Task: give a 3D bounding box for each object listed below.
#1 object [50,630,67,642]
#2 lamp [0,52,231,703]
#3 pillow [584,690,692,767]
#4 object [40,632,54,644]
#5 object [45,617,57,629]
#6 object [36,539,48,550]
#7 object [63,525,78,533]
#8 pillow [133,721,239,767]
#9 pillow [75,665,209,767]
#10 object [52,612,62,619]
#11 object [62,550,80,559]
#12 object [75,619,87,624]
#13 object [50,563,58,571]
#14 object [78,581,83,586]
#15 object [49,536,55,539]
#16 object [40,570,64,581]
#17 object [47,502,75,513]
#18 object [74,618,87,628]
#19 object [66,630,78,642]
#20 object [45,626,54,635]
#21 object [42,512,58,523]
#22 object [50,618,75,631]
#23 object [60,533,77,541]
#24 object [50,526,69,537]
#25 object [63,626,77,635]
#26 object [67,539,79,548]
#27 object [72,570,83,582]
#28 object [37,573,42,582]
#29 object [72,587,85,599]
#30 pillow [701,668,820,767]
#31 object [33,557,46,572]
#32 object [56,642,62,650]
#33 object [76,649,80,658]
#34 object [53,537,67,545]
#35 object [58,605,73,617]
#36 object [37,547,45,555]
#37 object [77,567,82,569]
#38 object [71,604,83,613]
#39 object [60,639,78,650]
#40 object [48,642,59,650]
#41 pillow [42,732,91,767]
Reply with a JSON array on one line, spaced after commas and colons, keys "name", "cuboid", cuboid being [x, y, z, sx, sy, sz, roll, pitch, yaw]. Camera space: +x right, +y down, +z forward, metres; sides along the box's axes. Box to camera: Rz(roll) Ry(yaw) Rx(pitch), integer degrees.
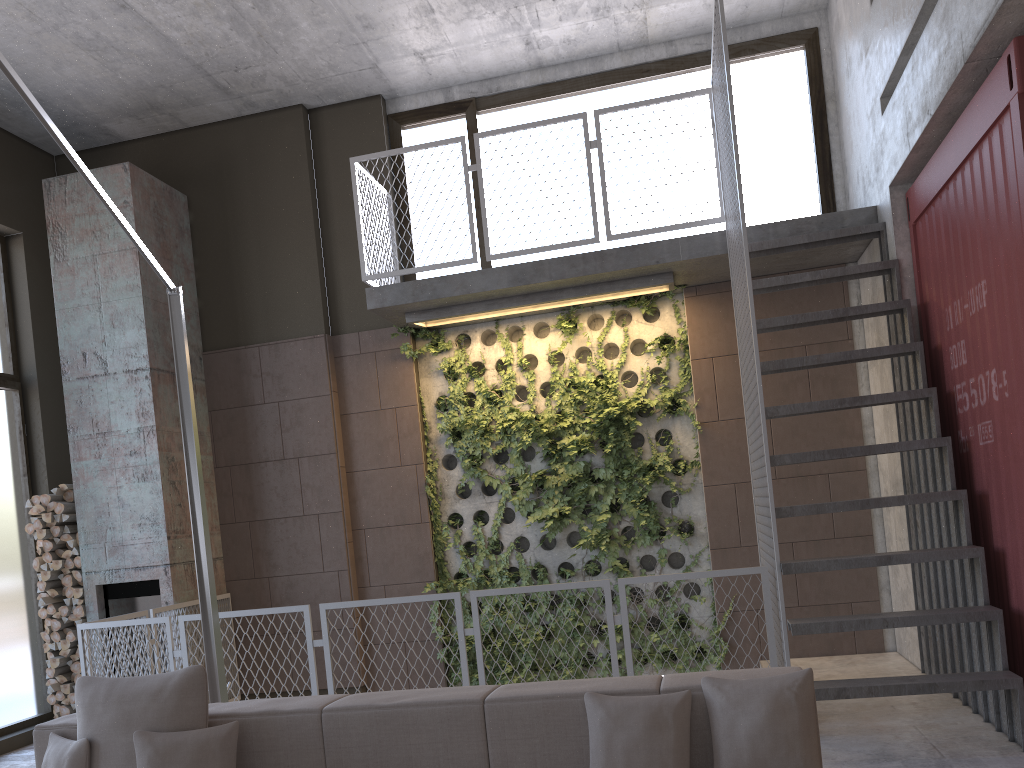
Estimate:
[{"name": "object", "cuboid": [-3.712, 2.106, 7.422, 0.092, 0.092, 0.440, -7, -8, 10]}, {"name": "lamp", "cuboid": [-1.562, 0.397, 3.460, 0.756, 3.406, 2.647, -6, -3, -1]}, {"name": "pillow", "cuboid": [0.423, 1.206, 2.909, 0.371, 0.357, 0.187, -7, -2, 11]}, {"name": "object", "cuboid": [-3.808, 2.118, 7.398, 0.089, 0.107, 0.368, -6, -8, 10]}, {"name": "object", "cuboid": [-3.799, 2.004, 7.407, 0.101, 0.102, 0.294, -7, -8, 12]}, {"name": "object", "cuboid": [-3.866, 1.351, 7.406, 0.101, 0.102, 0.294, -7, -8, 12]}, {"name": "object", "cuboid": [-3.610, 1.216, 7.385, 0.067, 0.070, 0.426, -7, -8, 10]}, {"name": "pillow", "cuboid": [-1.154, 1.405, 3.120, 0.375, 0.371, 0.170, -5, -2, -15]}, {"name": "pillow", "cuboid": [-1.395, 1.349, 3.275, 0.566, 0.555, 0.221, -7, -1, 14]}, {"name": "object", "cuboid": [-3.711, 1.923, 7.372, 0.089, 0.056, 0.335, -7, -8, 10]}, {"name": "object", "cuboid": [-3.601, 1.429, 7.399, 0.115, 0.079, 0.438, -7, -8, 10]}, {"name": "object", "cuboid": [-3.502, 1.993, 7.365, 0.067, 0.084, 0.428, -6, -8, 9]}, {"name": "object", "cuboid": [-3.682, 1.513, 7.375, 0.115, 0.079, 0.438, -7, -8, 10]}, {"name": "object", "cuboid": [-3.514, 1.653, 7.397, 0.101, 0.086, 0.365, -7, -8, 10]}, {"name": "object", "cuboid": [-3.778, 1.271, 7.372, 0.089, 0.056, 0.335, -7, -8, 10]}, {"name": "object", "cuboid": [-3.744, 1.591, 7.365, 0.094, 0.083, 0.483, -7, -8, 10]}, {"name": "object", "cuboid": [-3.716, 1.025, 7.325, 0.104, 0.083, 0.365, -7, -8, 10]}, {"name": "object", "cuboid": [-3.575, 2.023, 7.452, 0.104, 0.101, 0.294, -7, -8, 10]}, {"name": "object", "cuboid": [-3.544, 2.084, 7.358, 0.091, 0.088, 0.458, -7, -8, 12]}, {"name": "object", "cuboid": [-3.794, 2.039, 7.321, 0.045, 0.072, 0.253, -6, -8, 10]}, {"name": "object", "cuboid": [-3.737, 1.119, 7.366, 0.094, 0.082, 0.483, -7, -8, 10]}, {"name": "object", "cuboid": [-3.715, 1.995, 7.344, 0.099, 0.106, 0.296, -7, -7, 12]}, {"name": "object", "cuboid": [-3.613, 1.278, 7.360, 0.122, 0.067, 0.366, -7, -8, 12]}, {"name": "object", "cuboid": [-3.682, 1.231, 7.371, 0.091, 0.088, 0.458, -7, -8, 9]}, {"name": "object", "cuboid": [-3.633, 2.084, 7.431, 0.101, 0.086, 0.365, -7, -8, 10]}, {"name": "object", "cuboid": [-3.569, 1.341, 7.364, 0.067, 0.084, 0.428, -6, -8, 9]}, {"name": "object", "cuboid": [-3.512, 1.595, 7.325, 0.089, 0.107, 0.368, -6, -8, 10]}, {"name": "object", "cuboid": [-3.816, 1.611, 7.383, 0.067, 0.066, 0.426, -7, -8, 10]}, {"name": "object", "cuboid": [-3.478, 1.729, 7.356, 0.094, 0.083, 0.483, -7, -8, 10]}, {"name": "pillow", "cuboid": [0.807, 1.121, 2.848, 0.364, 0.365, 0.187, -7, -2, 17]}, {"name": "object", "cuboid": [-3.888, 1.512, 7.401, 0.064, 0.124, 0.366, -6, -8, 9]}, {"name": "object", "cuboid": [-3.669, 2.180, 7.408, 0.067, 0.066, 0.426, -7, -8, 10]}, {"name": "object", "cuboid": [-3.483, 2.222, 7.387, 0.091, 0.088, 0.458, -7, -8, 10]}, {"name": "object", "cuboid": [-3.709, 1.305, 7.385, 0.064, 0.074, 0.362, -6, -8, 9]}, {"name": "object", "cuboid": [-3.616, 1.883, 7.372, 0.091, 0.088, 0.458, -7, -8, 9]}, {"name": "object", "cuboid": [-3.860, 1.386, 7.320, 0.045, 0.072, 0.253, -6, -8, 10]}, {"name": "object", "cuboid": [-3.503, 1.480, 7.333, 0.101, 0.102, 0.294, -7, -8, 12]}, {"name": "object", "cuboid": [-3.543, 1.868, 7.386, 0.067, 0.070, 0.426, -7, -8, 10]}, {"name": "object", "cuboid": [-3.597, 2.160, 7.390, 0.094, 0.083, 0.483, -7, -8, 10]}, {"name": "object", "cuboid": [-3.748, 2.188, 7.424, 0.067, 0.066, 0.426, -7, -8, 10]}, {"name": "pillow", "cuboid": [-1.675, 1.510, 3.305, 0.373, 0.375, 0.150, -10, -4, 44]}]
